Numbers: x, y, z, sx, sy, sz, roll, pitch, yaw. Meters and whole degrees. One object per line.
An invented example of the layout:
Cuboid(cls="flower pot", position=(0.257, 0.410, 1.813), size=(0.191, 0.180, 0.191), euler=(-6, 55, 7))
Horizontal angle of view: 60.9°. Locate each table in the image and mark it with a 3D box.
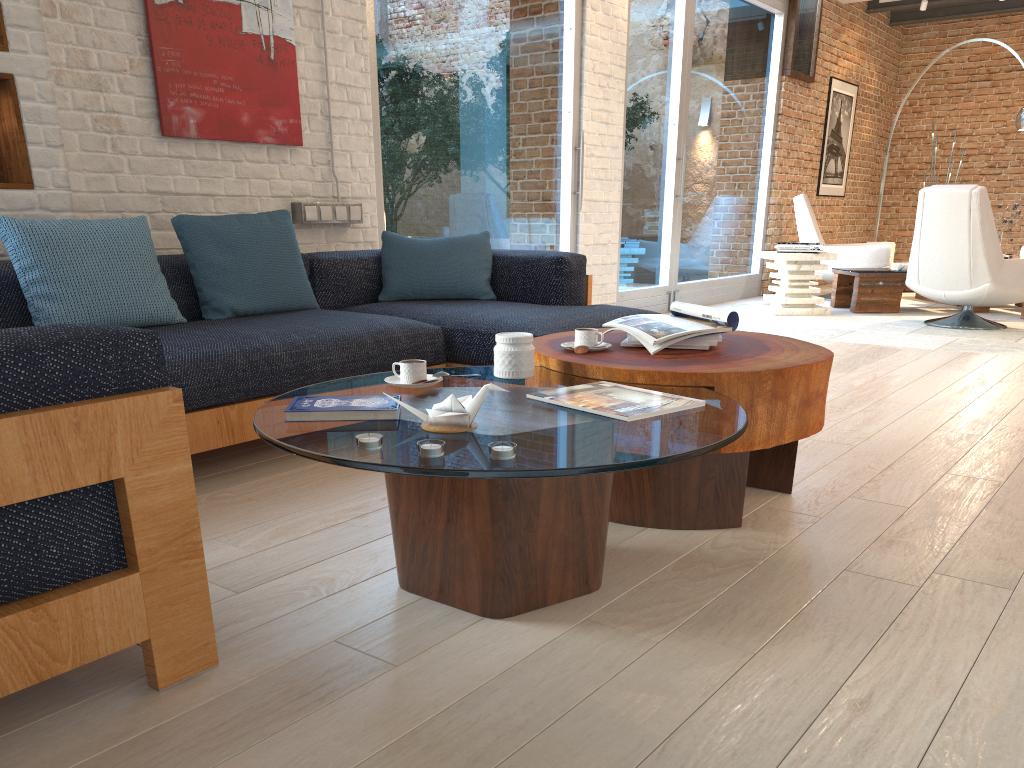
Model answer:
Cuboid(cls="table", position=(3.909, -0.879, 7.744), size=(1.970, 0.452, 2.099), euler=(0, 11, -2))
Cuboid(cls="table", position=(0.232, 0.184, 2.283), size=(1.052, 0.470, 1.783), euler=(12, 16, 42))
Cuboid(cls="table", position=(2.445, -0.876, 7.538), size=(0.495, 0.530, 0.470), euler=(-1, 16, -3))

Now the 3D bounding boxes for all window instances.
Cuboid(cls="window", position=(0.174, -3.583, 5.425), size=(0.633, 6.737, 11.957), euler=(15, 20, 36))

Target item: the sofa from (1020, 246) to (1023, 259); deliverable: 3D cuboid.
Cuboid(cls="sofa", position=(5.651, -1.033, 7.644), size=(1.144, 0.794, 2.217), euler=(-1, 12, -3))

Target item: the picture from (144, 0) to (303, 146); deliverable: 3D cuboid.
Cuboid(cls="picture", position=(-1.238, -1.567, 3.759), size=(0.019, 1.009, 0.720), euler=(15, 22, 36))

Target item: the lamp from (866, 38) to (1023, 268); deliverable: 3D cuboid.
Cuboid(cls="lamp", position=(4.332, -2.047, 8.517), size=(0.318, 2.468, 1.934), euler=(-6, 17, -16))

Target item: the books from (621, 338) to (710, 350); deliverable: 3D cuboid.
Cuboid(cls="books", position=(0.483, -0.138, 2.653), size=(0.251, 0.011, 0.304), euler=(3, 12, 16))

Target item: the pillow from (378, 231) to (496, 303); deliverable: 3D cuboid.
Cuboid(cls="pillow", position=(-0.363, -0.573, 4.251), size=(0.564, 0.345, 0.358), euler=(-1, 15, -3))

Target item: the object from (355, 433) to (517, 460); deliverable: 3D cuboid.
Cuboid(cls="object", position=(-0.141, 0.111, 1.553), size=(0.301, 0.028, 0.065), euler=(3, 13, 14))

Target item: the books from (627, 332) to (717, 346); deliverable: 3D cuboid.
Cuboid(cls="books", position=(0.476, -0.146, 2.636), size=(0.252, 0.011, 0.303), euler=(1, 11, 6))

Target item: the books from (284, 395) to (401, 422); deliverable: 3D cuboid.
Cuboid(cls="books", position=(-0.358, 0.051, 1.869), size=(0.231, 0.024, 0.155), euler=(-1, 11, -5))

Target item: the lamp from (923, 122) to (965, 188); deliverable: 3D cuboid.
Cuboid(cls="lamp", position=(5.075, -2.142, 10.437), size=(0.418, 1.913, 0.188), euler=(2, 20, 7))

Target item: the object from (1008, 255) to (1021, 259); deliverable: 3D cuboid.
Cuboid(cls="object", position=(4.163, -1.020, 7.234), size=(0.091, 0.089, 0.086), euler=(-1, 16, -3))

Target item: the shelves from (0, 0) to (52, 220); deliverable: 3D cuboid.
Cuboid(cls="shelves", position=(-2.015, -1.268, 2.750), size=(0.188, 1.500, 0.743), euler=(15, 23, 36))

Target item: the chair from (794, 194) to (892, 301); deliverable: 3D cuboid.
Cuboid(cls="chair", position=(3.269, -1.365, 8.689), size=(0.976, 1.050, 0.982), euler=(6, 17, 21))

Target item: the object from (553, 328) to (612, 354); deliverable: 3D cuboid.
Cuboid(cls="object", position=(0.207, -0.126, 2.491), size=(0.145, 0.059, 0.168), euler=(6, 13, 26))

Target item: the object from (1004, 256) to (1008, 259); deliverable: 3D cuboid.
Cuboid(cls="object", position=(4.151, -1.034, 7.374), size=(0.094, 0.086, 0.109), euler=(2, 15, 9))

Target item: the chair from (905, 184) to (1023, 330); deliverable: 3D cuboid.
Cuboid(cls="chair", position=(3.416, -0.938, 6.510), size=(0.955, 1.068, 0.993), euler=(-11, 19, -35))

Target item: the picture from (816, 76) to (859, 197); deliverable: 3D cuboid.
Cuboid(cls="picture", position=(3.667, -2.744, 9.814), size=(0.027, 1.257, 0.883), euler=(15, 22, 36))

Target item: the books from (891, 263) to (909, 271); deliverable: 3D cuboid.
Cuboid(cls="books", position=(3.520, -1.028, 7.641), size=(0.326, 0.059, 0.243), euler=(1, 12, 7))

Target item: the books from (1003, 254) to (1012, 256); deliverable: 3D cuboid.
Cuboid(cls="books", position=(4.395, -1.156, 8.018), size=(0.398, 0.078, 0.239), euler=(-4, 13, -20))

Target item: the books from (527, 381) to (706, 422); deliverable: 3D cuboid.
Cuboid(cls="books", position=(0.233, 0.035, 1.981), size=(0.247, 0.011, 0.309), euler=(-9, 14, -39))

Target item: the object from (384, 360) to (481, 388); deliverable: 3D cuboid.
Cuboid(cls="object", position=(-0.212, -0.037, 2.228), size=(0.153, 0.060, 0.261), euler=(7, 14, 30))

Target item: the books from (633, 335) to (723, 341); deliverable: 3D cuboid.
Cuboid(cls="books", position=(0.492, -0.158, 2.642), size=(0.252, 0.011, 0.303), euler=(1, 11, 6))

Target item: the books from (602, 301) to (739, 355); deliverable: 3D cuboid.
Cuboid(cls="books", position=(0.459, -0.170, 2.573), size=(0.271, 0.115, 0.308), euler=(-5, 13, -20))

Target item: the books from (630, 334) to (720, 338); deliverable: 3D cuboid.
Cuboid(cls="books", position=(0.498, -0.170, 2.644), size=(0.252, 0.011, 0.303), euler=(2, 11, 11))

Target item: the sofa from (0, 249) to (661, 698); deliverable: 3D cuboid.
Cuboid(cls="sofa", position=(-0.822, -0.042, 2.844), size=(2.041, 0.695, 3.830), euler=(9, 15, 37))

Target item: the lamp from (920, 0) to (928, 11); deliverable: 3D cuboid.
Cuboid(cls="lamp", position=(4.188, -3.858, 8.860), size=(0.059, 0.135, 0.081), euler=(2, 18, 7))

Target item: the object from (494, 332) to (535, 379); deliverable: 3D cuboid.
Cuboid(cls="object", position=(0.006, -0.075, 2.283), size=(0.106, 0.113, 0.104), euler=(-12, 19, -35))

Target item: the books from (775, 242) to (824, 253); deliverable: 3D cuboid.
Cuboid(cls="books", position=(2.480, -1.175, 7.477), size=(0.386, 0.083, 0.544), euler=(5, 12, 21))

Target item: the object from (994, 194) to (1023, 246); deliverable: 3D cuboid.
Cuboid(cls="object", position=(4.304, -1.332, 7.476), size=(0.541, 0.638, 0.300), euler=(2, 18, 7))

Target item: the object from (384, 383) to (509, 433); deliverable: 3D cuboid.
Cuboid(cls="object", position=(-0.133, 0.040, 1.741), size=(0.192, 0.096, 0.179), euler=(-7, 15, -27))

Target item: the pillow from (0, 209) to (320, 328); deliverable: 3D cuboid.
Cuboid(cls="pillow", position=(-1.259, -0.439, 3.293), size=(0.249, 0.438, 1.174), euler=(13, 18, 36))
